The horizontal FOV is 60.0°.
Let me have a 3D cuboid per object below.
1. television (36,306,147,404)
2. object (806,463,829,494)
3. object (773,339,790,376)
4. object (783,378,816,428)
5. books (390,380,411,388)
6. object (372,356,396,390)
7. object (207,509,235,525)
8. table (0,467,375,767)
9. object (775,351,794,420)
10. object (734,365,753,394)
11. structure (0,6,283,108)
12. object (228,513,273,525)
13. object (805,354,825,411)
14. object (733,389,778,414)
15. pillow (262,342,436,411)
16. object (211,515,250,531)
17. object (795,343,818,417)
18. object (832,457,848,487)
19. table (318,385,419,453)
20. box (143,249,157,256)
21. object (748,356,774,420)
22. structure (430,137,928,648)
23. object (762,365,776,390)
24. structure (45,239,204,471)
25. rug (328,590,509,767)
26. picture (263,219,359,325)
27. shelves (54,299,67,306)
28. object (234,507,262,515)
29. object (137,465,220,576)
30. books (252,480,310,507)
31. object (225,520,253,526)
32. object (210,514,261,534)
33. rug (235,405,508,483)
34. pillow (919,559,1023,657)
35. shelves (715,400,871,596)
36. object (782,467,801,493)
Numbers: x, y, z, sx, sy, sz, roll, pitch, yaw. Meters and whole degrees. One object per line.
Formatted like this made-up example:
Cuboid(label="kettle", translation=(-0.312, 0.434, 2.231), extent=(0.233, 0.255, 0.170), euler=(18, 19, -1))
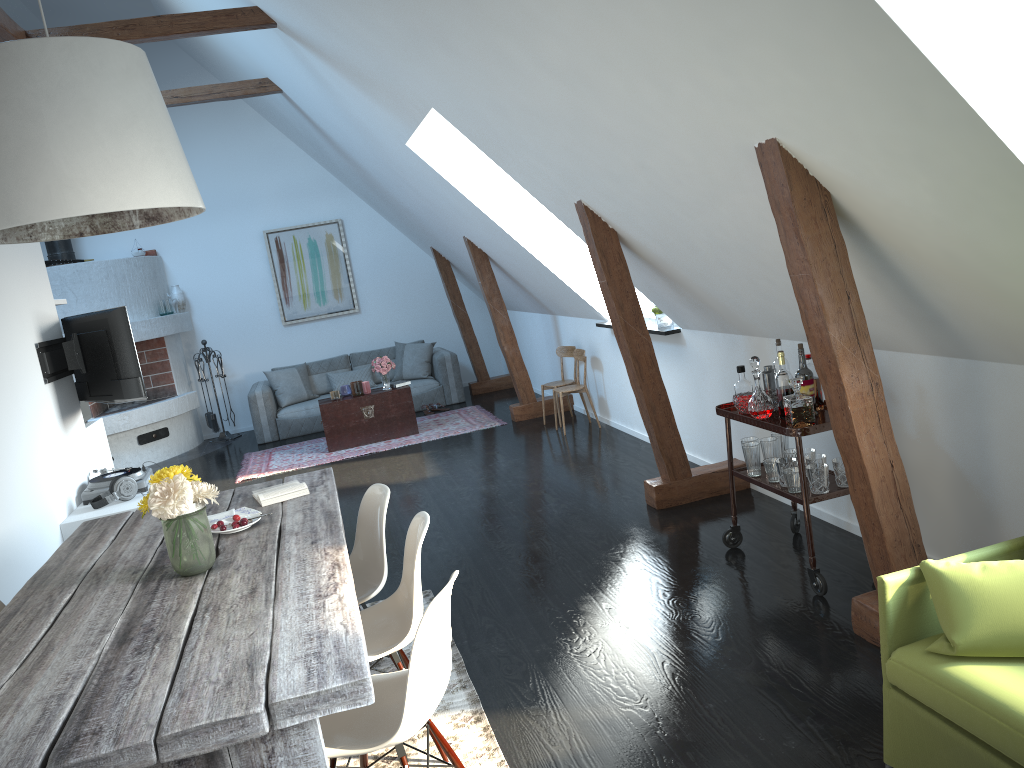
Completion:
Cuboid(label="television", translation=(-3.007, -0.122, 5.980), extent=(1.005, 0.652, 0.537), euler=(-2, 11, 43))
Cuboid(label="object", translation=(1.328, 0.411, 3.840), extent=(0.095, 0.119, 0.095), euler=(-3, 11, 39))
Cuboid(label="object", translation=(1.287, -0.056, 4.225), extent=(0.073, 0.320, 0.073), euler=(-13, 9, -21))
Cuboid(label="object", translation=(1.211, 0.082, 3.750), extent=(0.101, 0.211, 0.101), euler=(-9, 8, 3))
Cuboid(label="books", translation=(-1.181, 0.000, 9.190), extent=(0.179, 0.034, 0.243), euler=(-15, 10, -34))
Cuboid(label="object", translation=(-1.311, -0.119, 9.058), extent=(0.235, 0.351, 0.234), euler=(-3, 11, 37))
Cuboid(label="object", translation=(-1.214, 0.549, 3.594), extent=(0.182, 0.016, 0.179), euler=(-12, 9, -17))
Cuboid(label="table", translation=(-1.067, 1.014, 3.047), extent=(1.141, 0.788, 2.421), euler=(-12, 9, -12))
Cuboid(label="object", translation=(1.219, 0.002, 3.965), extent=(0.081, 0.307, 0.081), euler=(-11, 8, -6))
Cuboid(label="object", translation=(1.129, 0.012, 4.330), extent=(0.087, 0.206, 0.087), euler=(-8, 9, 13))
Cuboid(label="structure", translation=(-4.661, -2.134, 5.166), extent=(10.230, 3.562, 15.910), euler=(-11, 8, -7))
Cuboid(label="object", translation=(-1.021, 0.525, 3.441), extent=(0.194, 0.022, 0.019), euler=(-9, 8, 3))
Cuboid(label="object", translation=(1.363, -0.009, 4.037), extent=(0.067, 0.257, 0.099), euler=(-11, 8, -7))
Cuboid(label="object", translation=(1.169, 0.086, 4.185), extent=(0.245, 0.092, 0.151), euler=(-7, 9, 17))
Cuboid(label="pillow", translation=(-1.880, -0.142, 10.589), extent=(2.075, 0.515, 0.444), euler=(-12, 9, -12))
Cuboid(label="object", translation=(-1.083, 0.538, 3.411), extent=(0.132, 0.034, 0.144), euler=(-17, 11, -40))
Cuboid(label="object", translation=(1.293, -0.017, 3.917), extent=(0.080, 0.329, 0.080), euler=(-13, 9, -21))
Cuboid(label="object", translation=(1.451, 0.386, 3.869), extent=(0.095, 0.119, 0.095), euler=(-3, 11, 39))
Cuboid(label="table", translation=(-1.469, 0.334, 9.064), extent=(0.962, 0.492, 0.471), euler=(-12, 9, -12))
Cuboid(label="box", translation=(-4.380, -1.550, 10.609), extent=(0.229, 0.078, 0.127), euler=(-12, 9, -12))
Cuboid(label="object", translation=(1.119, 0.016, 4.029), extent=(0.114, 0.292, 0.114), euler=(-17, 11, -40))
Cuboid(label="structure", translation=(1.060, -0.236, 5.012), extent=(1.023, 1.963, 12.350), euler=(-12, 9, -12))
Cuboid(label="object", translation=(1.262, 0.002, 4.349), extent=(0.052, 0.182, 0.135), euler=(-6, 9, 25))
Cuboid(label="structure", translation=(-5.543, -1.297, 10.350), extent=(3.058, 4.752, 3.049), euler=(-10, 8, -3))
Cuboid(label="rug", translation=(-1.018, 1.391, 3.119), extent=(1.898, 0.022, 2.677), euler=(-12, 9, -12))
Cuboid(label="picture", translation=(-2.519, -1.409, 11.142), extent=(0.965, 1.185, 0.025), euler=(-12, 9, -12))
Cuboid(label="shelves", translation=(-4.050, -0.437, 6.249), extent=(1.604, 0.038, 0.478), euler=(-12, 9, -12))
Cuboid(label="object", translation=(-1.131, 0.535, 3.596), extent=(0.182, 0.014, 0.185), euler=(-16, 11, -38))
Cuboid(label="object", translation=(-1.088, 0.447, 2.929), extent=(0.233, 0.365, 0.293), euler=(-17, 11, -41))
Cuboid(label="books", translation=(-1.008, 0.463, 3.851), extent=(0.202, 0.042, 0.251), euler=(-14, 9, -24))
Cuboid(label="object", translation=(-1.056, 0.539, 3.430), extent=(0.110, 0.011, 0.058), euler=(-11, 8, -8))
Cuboid(label="object", translation=(-1.070, 0.546, 3.425), extent=(0.205, 0.024, 0.205), euler=(-13, 9, -20))
Cuboid(label="rug", translation=(-1.462, 0.571, 9.114), extent=(2.647, 0.029, 1.512), euler=(-12, 9, -12))
Cuboid(label="pillow", translation=(1.375, 0.490, 2.270), extent=(0.600, 0.387, 0.475), euler=(-12, 9, -15))
Cuboid(label="shelves", translation=(1.327, 0.470, 4.106), extent=(0.438, 0.732, 0.803), euler=(-12, 9, -16))
Cuboid(label="object", translation=(1.246, 0.425, 3.913), extent=(0.092, 0.099, 0.092), euler=(-16, 10, -34))
